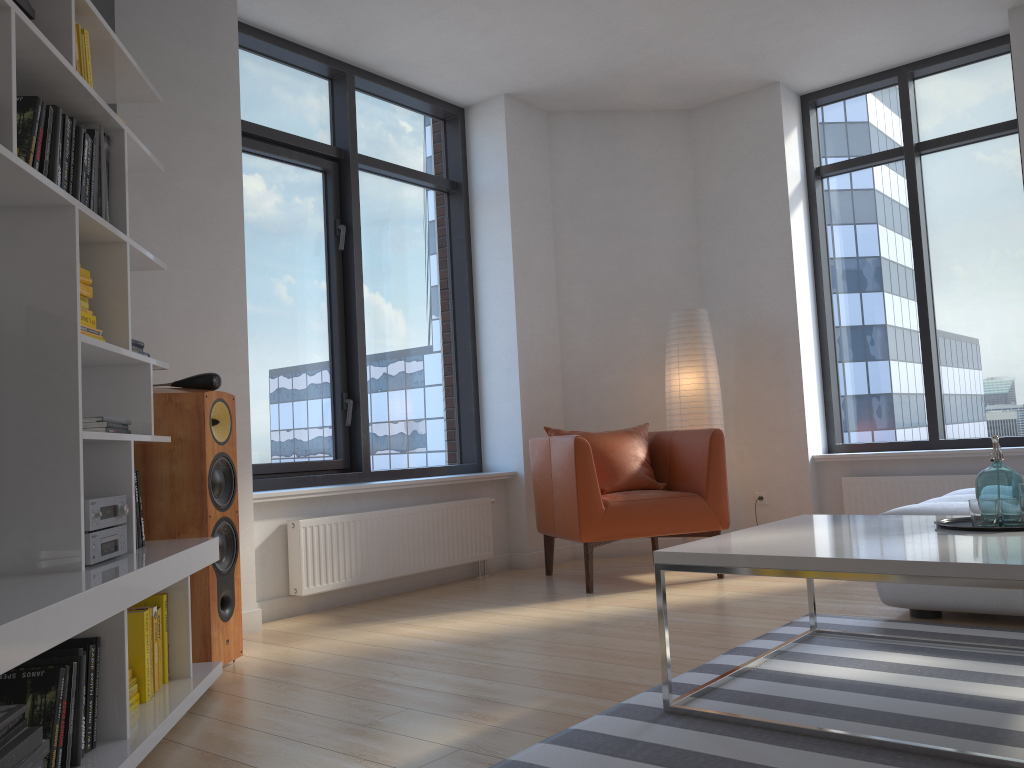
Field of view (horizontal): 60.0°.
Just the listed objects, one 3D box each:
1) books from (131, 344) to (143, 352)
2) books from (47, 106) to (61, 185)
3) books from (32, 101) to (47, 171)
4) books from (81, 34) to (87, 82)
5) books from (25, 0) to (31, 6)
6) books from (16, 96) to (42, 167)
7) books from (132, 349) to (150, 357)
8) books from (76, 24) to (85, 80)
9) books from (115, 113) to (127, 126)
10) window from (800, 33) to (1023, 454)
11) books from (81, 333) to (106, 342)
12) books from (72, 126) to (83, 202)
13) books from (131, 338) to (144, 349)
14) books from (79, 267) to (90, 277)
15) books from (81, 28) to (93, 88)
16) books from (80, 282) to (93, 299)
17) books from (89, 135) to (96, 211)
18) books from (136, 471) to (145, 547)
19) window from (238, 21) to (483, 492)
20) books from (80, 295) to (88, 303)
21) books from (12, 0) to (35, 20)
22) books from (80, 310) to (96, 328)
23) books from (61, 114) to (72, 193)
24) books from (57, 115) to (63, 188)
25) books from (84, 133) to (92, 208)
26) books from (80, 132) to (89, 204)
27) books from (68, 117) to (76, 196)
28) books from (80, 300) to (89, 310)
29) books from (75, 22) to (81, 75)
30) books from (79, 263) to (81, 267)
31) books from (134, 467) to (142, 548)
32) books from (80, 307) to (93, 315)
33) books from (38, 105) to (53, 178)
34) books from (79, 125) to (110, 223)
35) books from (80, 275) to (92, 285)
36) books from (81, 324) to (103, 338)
[{"bbox_3d":[-1.277,-0.113,2.825,0.142,0.015,0.198,-3,-4,-7],"label":"books"},{"bbox_3d":[-1.244,-0.594,2.261,0.172,0.242,0.069,-3,-4,-5],"label":"books"},{"bbox_3d":[-1.263,-0.595,2.193,0.187,0.234,0.096,-3,-4,-6],"label":"books"},{"bbox_3d":[-1.245,-0.892,2.472,0.108,0.161,0.046,-3,-4,-7],"label":"books"},{"bbox_3d":[-1.292,-0.957,2.096,0.209,0.030,0.266,-2,-4,-12],"label":"books"},{"bbox_3d":[-1.255,-0.598,2.160,0.182,0.234,0.104,-3,-4,-6],"label":"books"},{"bbox_3d":[-1.274,-0.094,2.825,0.161,0.023,0.213,-3,-4,-2],"label":"books"},{"bbox_3d":[-1.255,-0.902,2.453,0.128,0.178,0.044,-3,-4,-6],"label":"books"},{"bbox_3d":[-1.331,-0.829,2.714,0.203,0.024,0.257,-3,-4,-3],"label":"books"},{"bbox_3d":[2.553,-0.795,5.524,1.310,2.402,0.170,-6,-5,39],"label":"window"},{"bbox_3d":[-1.280,-0.123,2.458,0.194,0.028,0.257,-3,-4,-1],"label":"books"},{"bbox_3d":[-1.255,-0.584,2.403,0.172,0.242,0.069,-3,-4,-5],"label":"books"},{"bbox_3d":[-1.293,-0.132,2.827,0.161,0.023,0.213,-3,-4,-2],"label":"books"},{"bbox_3d":[-1.313,-0.322,2.481,0.163,0.023,0.223,-3,-4,-2],"label":"books"},{"bbox_3d":[-1.262,-0.901,2.495,0.141,0.184,0.064,-3,-4,-5],"label":"books"},{"bbox_3d":[-1.311,-0.271,2.475,0.176,0.033,0.239,-3,-4,-3],"label":"books"},{"bbox_3d":[-1.293,-0.583,2.521,0.197,0.260,0.066,-3,-4,-6],"label":"books"},{"bbox_3d":[-1.259,0.399,2.795,0.177,0.242,0.066,-3,-4,-6],"label":"books"},{"bbox_3d":[-0.934,-0.641,5.079,0.170,2.402,1.960,-6,-5,39],"label":"window"},{"bbox_3d":[-1.311,-0.246,2.463,0.171,0.019,0.239,-3,-4,-6],"label":"books"},{"bbox_3d":[-1.279,-0.931,2.098,0.180,0.026,0.246,-3,-4,-3],"label":"books"},{"bbox_3d":[-1.296,-0.181,2.459,0.189,0.042,0.243,-3,-4,-6],"label":"books"},{"bbox_3d":[-1.277,-0.592,2.345,0.191,0.249,0.084,-3,-4,-6],"label":"books"},{"bbox_3d":[-1.269,-0.590,2.309,0.179,0.243,0.068,-3,-4,-7],"label":"books"},{"bbox_3d":[-1.289,-0.581,2.487,0.191,0.249,0.084,-3,-4,-6],"label":"books"},{"bbox_3d":[-1.273,-0.582,2.450,0.179,0.243,0.071,-3,-4,-7],"label":"books"},{"bbox_3d":[-1.282,-0.594,2.379,0.197,0.260,0.066,-3,-4,-6],"label":"books"},{"bbox_3d":[-1.291,-0.228,2.451,0.145,0.023,0.217,-3,-4,-2],"label":"books"},{"bbox_3d":[-1.260,-0.903,2.433,0.132,0.180,0.054,-3,-4,-6],"label":"books"},{"bbox_3d":[-1.335,-0.345,2.470,0.163,0.023,0.223,-3,-4,-2],"label":"books"},{"bbox_3d":[-1.264,0.392,2.765,0.193,0.255,0.066,-3,-4,-6],"label":"books"},{"bbox_3d":[-1.311,-0.209,2.457,0.189,0.014,0.251,-3,-4,-3],"label":"books"},{"bbox_3d":[-1.253,-0.593,2.225,0.169,0.233,0.081,-3,-4,-7],"label":"books"},{"bbox_3d":[-1.332,-0.600,2.617,0.259,0.321,0.128,-3,-4,-6],"label":"books"},{"bbox_3d":[-1.314,-0.299,2.471,0.160,0.022,0.227,-4,-4,10],"label":"books"},{"bbox_3d":[-1.289,-0.148,2.456,0.203,0.024,0.257,-3,-4,-3],"label":"books"}]
